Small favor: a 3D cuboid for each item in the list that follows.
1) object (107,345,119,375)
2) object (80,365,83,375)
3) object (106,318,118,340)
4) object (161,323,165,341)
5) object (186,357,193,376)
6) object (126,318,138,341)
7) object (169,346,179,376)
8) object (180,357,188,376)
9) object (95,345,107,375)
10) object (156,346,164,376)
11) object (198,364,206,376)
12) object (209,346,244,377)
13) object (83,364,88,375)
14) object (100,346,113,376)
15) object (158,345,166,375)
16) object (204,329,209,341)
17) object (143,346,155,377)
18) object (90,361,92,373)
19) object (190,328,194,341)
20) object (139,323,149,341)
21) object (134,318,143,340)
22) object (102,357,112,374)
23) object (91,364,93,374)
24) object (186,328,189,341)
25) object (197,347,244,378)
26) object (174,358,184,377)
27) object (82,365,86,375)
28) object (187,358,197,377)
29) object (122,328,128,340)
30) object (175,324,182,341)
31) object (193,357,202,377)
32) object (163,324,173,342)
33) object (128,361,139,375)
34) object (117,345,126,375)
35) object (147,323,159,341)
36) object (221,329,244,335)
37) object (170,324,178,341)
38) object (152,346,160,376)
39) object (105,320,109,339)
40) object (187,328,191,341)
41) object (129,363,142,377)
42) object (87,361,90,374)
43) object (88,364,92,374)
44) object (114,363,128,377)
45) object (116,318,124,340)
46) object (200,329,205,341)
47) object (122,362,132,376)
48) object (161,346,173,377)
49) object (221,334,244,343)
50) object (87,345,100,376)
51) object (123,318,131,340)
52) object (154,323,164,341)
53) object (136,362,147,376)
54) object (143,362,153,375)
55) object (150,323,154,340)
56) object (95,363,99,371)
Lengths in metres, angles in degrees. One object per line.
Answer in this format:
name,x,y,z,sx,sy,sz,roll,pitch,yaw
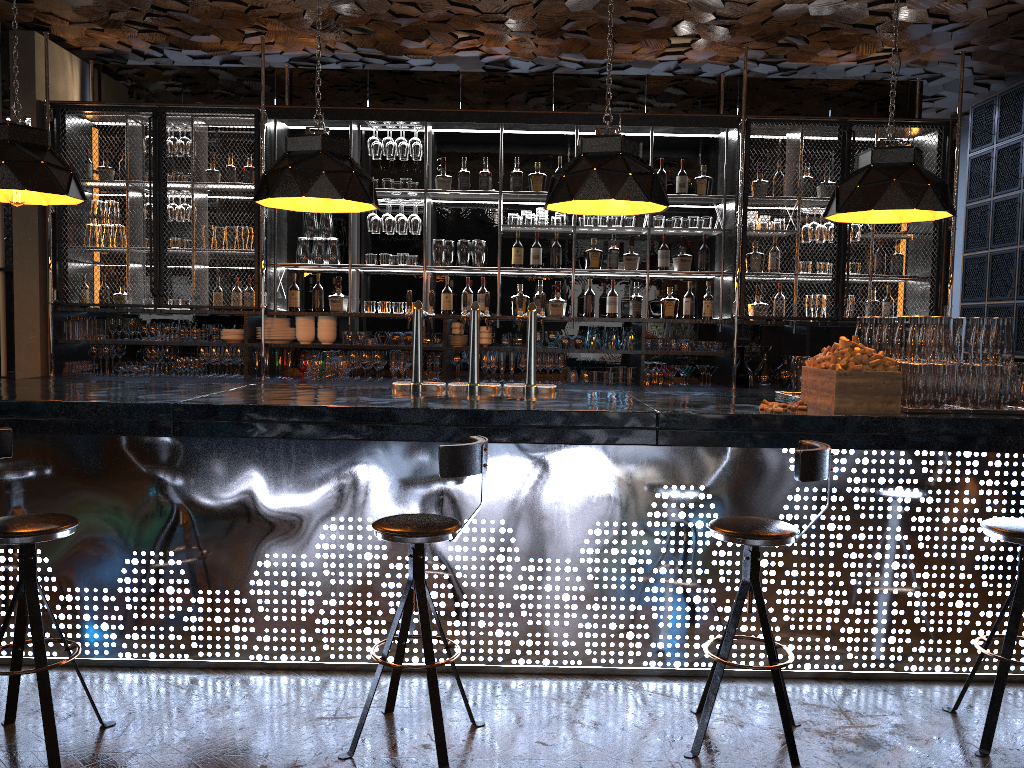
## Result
object,-3.056,-0.181,6.789,0.091,0.227,0.091,-2,5,-37
object,-3.262,-0.104,6.706,0.034,0.080,0.034,-2,5,-36
object,-2.999,-0.412,6.656,0.087,0.170,0.087,-2,5,-40
object,-2.705,-0.406,6.925,0.081,0.132,0.081,-1,4,-28
object,-2.530,-0.140,6.929,0.065,0.146,0.074,3,4,29
object,-2.848,-0.409,6.646,0.087,0.170,0.087,-2,5,-40
object,-2.627,-0.180,6.881,0.088,0.229,0.077,1,4,1
object,-2.530,-0.133,6.832,0.065,0.146,0.074,2,4,12
object,-3.150,-0.183,6.795,0.091,0.227,0.091,4,5,39
object,-2.735,-0.180,6.844,0.077,0.229,0.088,2,4,15
object,-2.430,-0.139,6.943,0.074,0.146,0.065,3,4,22
object,-2.204,-0.176,6.970,0.376,0.227,0.186,1,4,-2
object,-3.265,-0.110,6.795,0.034,0.080,0.034,2,4,8
object,-3.058,-0.174,6.685,0.091,0.227,0.091,3,4,22
object,-2.735,-0.186,6.936,0.077,0.229,0.088,-1,4,-26
object,-2.409,-0.383,6.929,0.078,0.099,0.078,-1,5,-33
object,-2.732,-0.168,6.671,0.088,0.229,0.077,2,4,13
object,-3.313,-0.131,6.964,0.031,0.098,0.031,1,4,4
object,-2.506,-0.387,6.928,0.078,0.103,0.078,5,5,42
object,-2.787,-0.394,6.728,0.081,0.132,0.081,-1,4,-28
object,-2.910,-0.426,6.881,0.087,0.170,0.087,-2,5,-40
object,-3.158,-0.193,6.929,0.091,0.227,0.091,1,4,3
object,-3.263,-0.116,6.884,0.034,0.080,0.034,1,4,-1
object,-2.503,-0.375,6.752,0.078,0.103,0.078,5,5,42
object,-2.204,-0.163,6.774,0.376,0.227,0.186,1,4,-2
object,-2.528,-0.126,6.728,0.074,0.146,0.065,-1,4,-24
object,-3.264,-0.107,6.755,0.034,0.080,0.034,-1,5,-33
object,-2.432,-0.125,6.734,0.074,0.146,0.065,1,4,-6
object,-3.000,-0.428,6.893,0.087,0.170,0.087,-2,5,-40
object,-2.585,-0.397,6.839,0.074,0.131,0.074,2,4,12
object,-2.433,-0.132,6.840,0.065,0.146,0.074,3,4,23
object,-2.587,-0.385,6.666,0.074,0.131,0.074,2,4,12
object,-2.947,-0.124,6.898,0.093,0.101,0.093,0,4,-14
object,-3.052,-0.189,6.905,0.091,0.227,0.091,-2,5,-37
object,-2.704,-0.389,6.676,0.081,0.132,0.081,-1,4,-28
object,-2.101,-0.387,6.734,0.211,0.060,0.209,5,5,44
object,-2.585,-0.391,6.753,0.074,0.131,0.074,2,4,12
object,-2.731,-0.174,6.762,0.088,0.229,0.077,-2,5,-41
object,-3.196,-0.429,6.964,0.051,0.152,0.058,-2,5,-39
object,-2.506,-0.381,6.843,0.078,0.103,0.078,5,5,42
object,-2.838,-0.108,6.689,0.093,0.101,0.093,-2,5,-38
object,-3.311,-0.129,6.928,0.031,0.098,0.031,-3,5,-43
object,-3.261,-0.113,6.844,0.034,0.080,0.034,0,4,-18
object,-2.948,-0.110,6.688,0.093,0.101,0.093,-1,5,-32
object,-2.999,-0.420,6.774,0.087,0.170,0.087,-2,5,-40
object,-2.413,-0.377,6.845,0.078,0.099,0.078,-1,5,-33
object,-2.948,-0.117,6.793,0.093,0.101,0.093,-2,5,-39
object,-2.631,-0.172,6.759,0.088,0.229,0.077,1,4,-1
object,-2.103,-0.346,6.737,0.211,0.060,0.209,-2,5,-41
object,-3.151,-0.176,6.687,0.091,0.227,0.091,-2,5,-38
object,-2.910,-0.416,6.737,0.087,0.170,0.087,-2,5,-40
object,-2.707,-0.397,6.796,0.081,0.132,0.081,-1,4,-28
object,-2.845,-0.115,6.795,0.093,0.101,0.093,3,4,20
object,-2.841,-0.122,6.896,0.093,0.101,0.093,2,4,14
object,-2.788,-0.404,6.874,0.081,0.132,0.081,-1,4,-28
object,-3.263,-0.122,6.975,0.034,0.080,0.034,2,4,9
